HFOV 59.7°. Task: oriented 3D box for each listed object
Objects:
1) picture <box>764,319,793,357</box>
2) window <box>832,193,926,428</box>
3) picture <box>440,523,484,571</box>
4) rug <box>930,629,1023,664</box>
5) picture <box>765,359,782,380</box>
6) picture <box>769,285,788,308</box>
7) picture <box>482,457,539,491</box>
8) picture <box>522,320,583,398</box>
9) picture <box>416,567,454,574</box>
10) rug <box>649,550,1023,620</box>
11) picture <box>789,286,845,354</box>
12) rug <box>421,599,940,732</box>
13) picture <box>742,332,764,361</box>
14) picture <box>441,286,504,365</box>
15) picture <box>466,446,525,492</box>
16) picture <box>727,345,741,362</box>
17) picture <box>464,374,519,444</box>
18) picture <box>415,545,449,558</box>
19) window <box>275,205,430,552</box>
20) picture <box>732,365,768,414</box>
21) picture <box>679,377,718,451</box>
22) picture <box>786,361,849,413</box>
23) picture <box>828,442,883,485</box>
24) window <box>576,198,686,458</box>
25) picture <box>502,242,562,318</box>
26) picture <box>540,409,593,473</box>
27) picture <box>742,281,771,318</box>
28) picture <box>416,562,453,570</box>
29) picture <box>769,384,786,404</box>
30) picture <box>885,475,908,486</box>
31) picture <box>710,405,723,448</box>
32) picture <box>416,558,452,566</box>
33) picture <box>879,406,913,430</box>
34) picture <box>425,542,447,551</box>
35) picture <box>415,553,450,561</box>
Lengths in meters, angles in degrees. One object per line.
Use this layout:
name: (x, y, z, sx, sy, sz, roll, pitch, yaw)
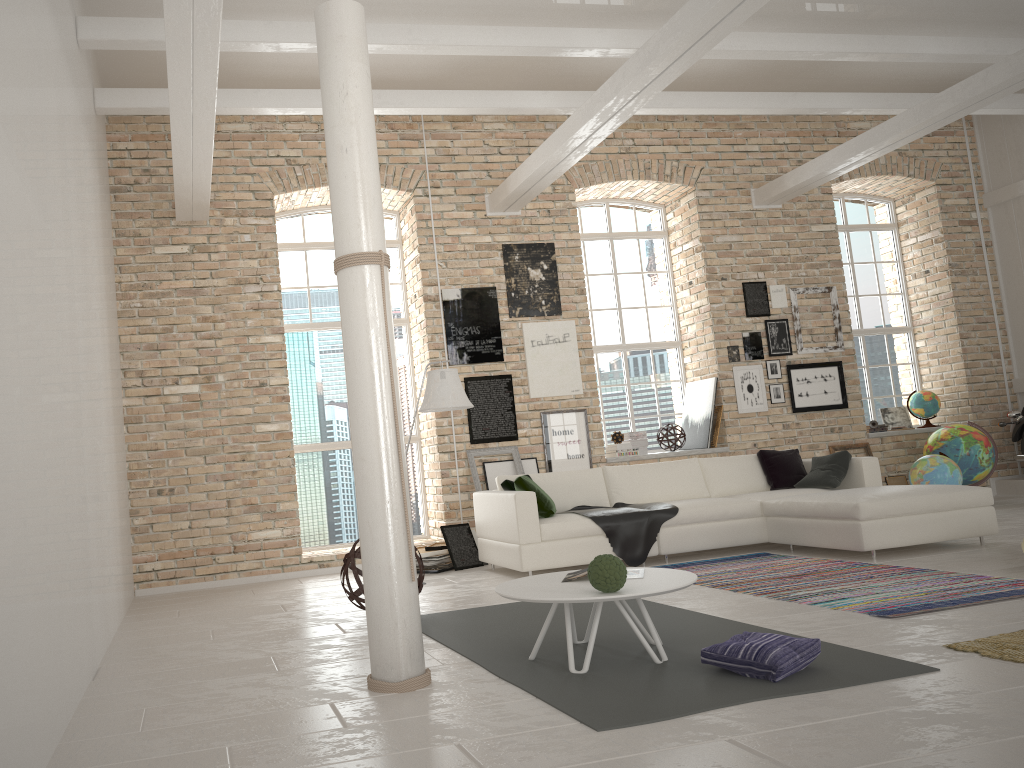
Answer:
picture: (2.949, -0.513, 9.858, 0.283, 0.410, 0.010, -4, -6, -13)
window: (6.222, -1.520, 5.486, 1.378, 2.993, 11.827, -4, -5, -20)
picture: (-0.449, 1.462, 8.009, 0.309, 0.405, 0.204, -2, -7, -38)
rug: (3.058, 0.941, 3.354, 2.105, 0.021, 1.603, -3, -5, -22)
picture: (2.880, -0.159, 9.808, 0.171, 0.213, 0.012, -4, -6, -13)
picture: (2.968, -0.975, 9.928, 0.188, 0.259, 0.012, -4, -6, -13)
picture: (0.025, 1.041, 8.936, 0.558, 0.569, 0.151, -4, -6, -14)
picture: (0.419, -0.260, 9.253, 0.572, 0.786, 0.038, -4, -6, -13)
picture: (-0.709, 1.677, 8.236, 0.625, 0.048, 0.735, -8, -6, 33)
rug: (1.934, 1.247, 5.715, 1.356, 0.008, 2.779, -4, -5, -20)
picture: (3.414, -0.717, 9.989, 0.585, 0.750, 0.026, -4, -6, -13)
rug: (0.449, 1.278, 4.479, 1.384, 0.042, 2.814, -4, -5, -20)
picture: (2.646, -0.417, 9.784, 0.223, 0.307, 0.015, -4, -6, -13)
picture: (-0.403, -0.597, 9.113, 0.572, 0.786, 0.038, -4, -6, -13)
picture: (-0.130, 0.918, 8.845, 0.527, 0.583, 0.292, -4, -6, -15)
picture: (2.418, -0.328, 9.722, 0.131, 0.179, 0.008, -5, -6, -8)
picture: (-0.216, 0.256, 9.065, 0.495, 0.682, 0.066, -4, -6, -13)
picture: (-0.721, 1.527, 8.243, 0.732, 0.048, 0.626, -1, -6, -39)
window: (0.220, -0.755, 4.021, 1.378, 3.661, 11.827, -4, -5, -20)
picture: (2.598, 0.054, 9.712, 0.355, 0.515, 0.013, -4, -6, -13)
picture: (2.064, 0.341, 9.883, 0.236, 0.765, 0.608, -4, -6, -19)
picture: (3.385, 0.032, 9.892, 0.692, 0.536, 0.032, -4, -6, -13)
picture: (3.807, 1.029, 9.763, 0.490, 0.749, 0.229, -4, -6, -15)
window: (3.218, -1.304, 4.773, 1.378, 2.993, 11.827, -4, -5, -20)
picture: (0.206, -1.087, 9.326, 0.570, 0.785, 0.038, -4, -6, -13)
picture: (0.569, 0.647, 9.176, 0.503, 0.757, 0.012, -4, -6, -13)
picture: (2.702, -0.936, 9.859, 0.287, 0.395, 0.019, -4, -6, -13)
picture: (-0.733, 1.645, 8.270, 0.614, 0.048, 0.747, -7, -5, 19)
picture: (2.908, 0.107, 9.781, 0.171, 0.213, 0.012, -4, -6, -13)
picture: (4.323, 1.200, 9.943, 0.259, 0.351, 0.098, -4, -6, -14)
picture: (2.165, 0.478, 9.724, 0.167, 0.461, 0.375, -4, -6, -20)
picture: (-0.696, 1.603, 8.264, 0.627, 0.048, 0.730, -10, -6, 43)
picture: (4.672, 0.427, 10.839, 0.381, 0.293, 0.069, -4, -6, -14)
picture: (-0.626, 1.500, 8.295, 0.298, 0.048, 0.375, -6, -5, 10)
picture: (-0.728, 1.566, 8.266, 0.624, 0.048, 0.735, -8, -5, 31)
